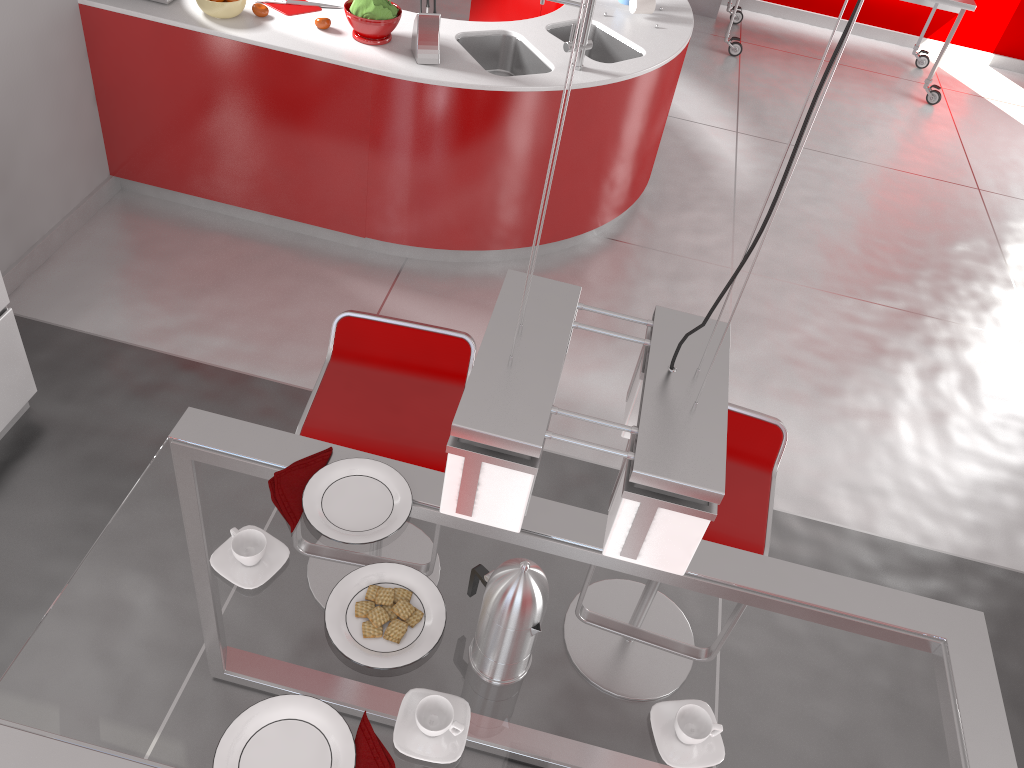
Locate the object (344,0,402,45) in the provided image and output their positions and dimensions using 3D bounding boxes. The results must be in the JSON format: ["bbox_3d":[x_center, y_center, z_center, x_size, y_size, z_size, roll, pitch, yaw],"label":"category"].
[{"bbox_3d":[-0.561,-1.453,3.569,0.229,0.118,0.228,-6,46,-18],"label":"object"}]

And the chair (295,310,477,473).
[{"bbox_3d":[-0.373,0.272,2.553,0.418,0.857,0.460,11,43,-1],"label":"chair"}]

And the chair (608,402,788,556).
[{"bbox_3d":[0.435,0.480,2.509,0.418,0.857,0.460,17,43,6],"label":"chair"}]

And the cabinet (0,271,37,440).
[{"bbox_3d":[-2.047,0.293,2.152,0.610,0.880,1.802,14,43,3],"label":"cabinet"}]

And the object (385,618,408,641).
[{"bbox_3d":[-0.203,0.433,1.568,0.034,0.006,0.036,23,44,11],"label":"object"}]

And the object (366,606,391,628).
[{"bbox_3d":[-0.238,0.414,1.580,0.034,0.006,0.036,-27,55,-34],"label":"object"}]

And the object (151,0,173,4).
[{"bbox_3d":[-1.465,-1.742,3.630,0.300,0.170,0.400,14,43,3],"label":"object"}]

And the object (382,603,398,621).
[{"bbox_3d":[-0.219,0.410,1.597,0.036,0.006,0.034,27,45,15],"label":"object"}]

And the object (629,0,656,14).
[{"bbox_3d":[0.607,-1.790,4.170,0.100,0.080,0.109,-7,46,-19],"label":"object"}]

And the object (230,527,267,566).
[{"bbox_3d":[-0.485,0.302,1.616,0.078,0.049,0.062,14,43,2],"label":"object"}]

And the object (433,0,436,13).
[{"bbox_3d":[-0.304,-1.433,3.467,0.012,0.279,0.130,-6,46,-18],"label":"object"}]

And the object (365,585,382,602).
[{"bbox_3d":[-0.248,0.383,1.619,0.036,0.006,0.034,14,43,3],"label":"object"}]

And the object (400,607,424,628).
[{"bbox_3d":[-0.180,0.418,1.597,0.034,0.006,0.036,29,46,18],"label":"object"}]

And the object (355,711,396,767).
[{"bbox_3d":[-0.219,0.625,1.373,0.095,0.012,0.234,13,43,2],"label":"object"}]

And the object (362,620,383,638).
[{"bbox_3d":[-0.246,0.433,1.567,0.036,0.006,0.034,0,44,-12],"label":"object"}]

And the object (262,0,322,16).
[{"bbox_3d":[-0.947,-1.601,3.722,0.266,0.006,0.168,34,47,22],"label":"object"}]

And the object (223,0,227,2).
[{"bbox_3d":[-1.141,-1.549,3.577,0.065,0.056,0.059,11,43,0],"label":"object"}]

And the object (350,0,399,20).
[{"bbox_3d":[-0.543,-1.489,3.533,0.198,0.182,0.193,18,44,7],"label":"object"}]

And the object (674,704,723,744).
[{"bbox_3d":[0.307,0.584,1.492,0.078,0.049,0.062,30,46,19],"label":"object"}]

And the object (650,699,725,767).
[{"bbox_3d":[0.297,0.597,1.511,0.119,0.016,0.119,0,44,-12],"label":"object"}]

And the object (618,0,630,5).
[{"bbox_3d":[0.553,-1.883,4.243,0.080,0.100,0.109,-5,46,-17],"label":"object"}]

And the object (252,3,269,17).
[{"bbox_3d":[-1.016,-1.509,3.583,0.065,0.047,0.063,14,43,2],"label":"object"}]

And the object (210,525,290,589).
[{"bbox_3d":[-0.481,0.321,1.632,0.119,0.016,0.119,28,46,17],"label":"object"}]

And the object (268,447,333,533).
[{"bbox_3d":[-0.439,0.196,1.773,0.095,0.012,0.234,14,43,3],"label":"object"}]

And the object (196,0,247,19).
[{"bbox_3d":[-1.158,-1.518,3.534,0.201,0.086,0.201,15,43,3],"label":"object"}]

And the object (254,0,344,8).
[{"bbox_3d":[-0.890,-1.604,3.728,0.375,0.008,0.041,-2,45,-14],"label":"object"}]

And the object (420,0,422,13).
[{"bbox_3d":[-0.355,-1.430,3.450,0.009,0.197,0.091,-6,46,-18],"label":"object"}]

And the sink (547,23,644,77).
[{"bbox_3d":[0.355,-1.450,4.004,0.326,0.172,0.428,-25,54,-32],"label":"sink"}]

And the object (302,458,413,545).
[{"bbox_3d":[-0.306,0.233,1.761,0.217,0.015,0.217,-27,56,-34],"label":"object"}]

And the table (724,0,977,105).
[{"bbox_3d":[2.327,-2.628,6.294,1.627,0.682,0.749,15,43,4],"label":"table"}]

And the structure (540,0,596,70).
[{"bbox_3d":[0.309,-1.689,3.416,0.308,0.920,0.178,-21,52,-30],"label":"structure"}]

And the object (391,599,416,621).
[{"bbox_3d":[-0.195,0.406,1.598,0.036,0.006,0.034,31,47,20],"label":"object"}]

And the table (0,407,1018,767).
[{"bbox_3d":[-0.018,0.875,1.894,1.700,1.000,0.800,14,43,3],"label":"table"}]

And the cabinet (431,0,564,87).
[{"bbox_3d":[-0.589,-1.556,4.354,1.875,0.761,1.025,-19,51,-29],"label":"cabinet"}]

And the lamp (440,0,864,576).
[{"bbox_3d":[0.163,-0.274,0.812,0.304,1.025,0.304,14,43,3],"label":"lamp"}]

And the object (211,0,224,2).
[{"bbox_3d":[-1.167,-1.531,3.502,0.065,0.052,0.062,4,44,-9],"label":"object"}]

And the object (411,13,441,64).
[{"bbox_3d":[-0.335,-1.375,3.488,0.091,0.178,0.137,-5,46,-17],"label":"object"}]

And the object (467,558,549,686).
[{"bbox_3d":[-0.016,0.374,1.477,0.149,0.287,0.113,20,44,9],"label":"object"}]

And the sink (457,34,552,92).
[{"bbox_3d":[-0.048,-1.308,3.769,0.326,0.172,0.428,-14,49,-25],"label":"sink"}]

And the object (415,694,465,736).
[{"bbox_3d":[-0.123,0.549,1.436,0.062,0.049,0.078,-24,54,-32],"label":"object"}]

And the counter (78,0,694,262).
[{"bbox_3d":[-0.341,-1.440,4.332,2.865,0.880,1.868,-30,57,-35],"label":"counter"}]

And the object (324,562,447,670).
[{"bbox_3d":[-0.226,0.414,1.589,0.217,0.015,0.217,-27,55,-33],"label":"object"}]

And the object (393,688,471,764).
[{"bbox_3d":[-0.131,0.562,1.456,0.119,0.016,0.119,12,43,1],"label":"object"}]

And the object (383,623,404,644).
[{"bbox_3d":[-0.207,0.439,1.569,0.034,0.006,0.036,17,43,6],"label":"object"}]

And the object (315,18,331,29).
[{"bbox_3d":[-0.764,-1.461,3.585,0.064,0.048,0.063,-1,45,-13],"label":"object"}]

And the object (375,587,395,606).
[{"bbox_3d":[-0.230,0.386,1.611,0.034,0.006,0.036,6,43,-6],"label":"object"}]

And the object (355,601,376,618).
[{"bbox_3d":[-0.264,0.404,1.593,0.036,0.006,0.034,3,44,-9],"label":"object"}]

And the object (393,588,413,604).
[{"bbox_3d":[-0.203,0.389,1.623,0.036,0.006,0.034,14,43,2],"label":"object"}]

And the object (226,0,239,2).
[{"bbox_3d":[-1.110,-1.545,3.529,0.066,0.049,0.062,20,44,8],"label":"object"}]

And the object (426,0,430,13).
[{"bbox_3d":[-0.330,-1.448,3.455,0.014,0.322,0.150,-6,46,-18],"label":"object"}]

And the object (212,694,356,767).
[{"bbox_3d":[-0.352,0.588,1.380,0.217,0.015,0.217,-3,45,-15],"label":"object"}]
